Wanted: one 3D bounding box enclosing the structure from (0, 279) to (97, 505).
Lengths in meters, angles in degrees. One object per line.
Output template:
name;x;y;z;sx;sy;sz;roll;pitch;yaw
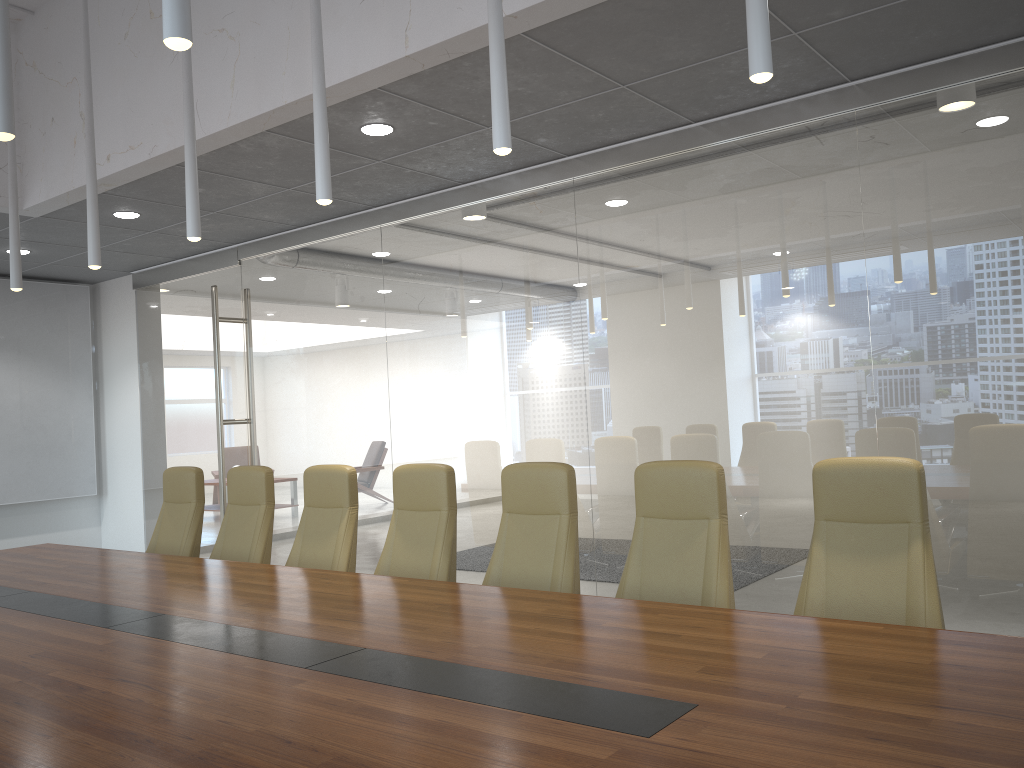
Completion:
structure;-1.574;-0.344;3.714;13.989;2.466;6.600;-5;-3;37

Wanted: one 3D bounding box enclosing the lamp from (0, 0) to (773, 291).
lamp;-1.690;-1.940;3.724;7.258;2.378;2.619;-5;-3;37

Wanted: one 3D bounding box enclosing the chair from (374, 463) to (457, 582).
chair;-0.734;1.153;4.656;0.711;1.406;0.955;-5;-3;37

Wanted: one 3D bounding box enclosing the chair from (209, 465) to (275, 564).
chair;-2.004;1.255;5.631;0.711;1.406;0.955;-5;-3;37

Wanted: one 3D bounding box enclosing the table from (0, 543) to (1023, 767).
table;-1.511;1.414;3.606;6.500;0.895;2.300;-5;-3;37

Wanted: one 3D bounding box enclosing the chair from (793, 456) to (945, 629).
chair;1.216;1.000;3.246;0.711;1.406;0.955;-5;-3;37

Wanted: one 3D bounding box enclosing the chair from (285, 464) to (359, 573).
chair;-1.363;1.204;5.139;0.711;1.406;0.955;-5;-3;37

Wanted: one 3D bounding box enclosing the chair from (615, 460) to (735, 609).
chair;0.530;1.052;3.686;0.711;1.406;0.955;-5;-3;37

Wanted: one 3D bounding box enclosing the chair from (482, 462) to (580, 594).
chair;-0.100;1.103;4.170;0.711;1.406;0.955;-5;-3;37

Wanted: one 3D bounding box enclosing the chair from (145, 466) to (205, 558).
chair;-2.637;1.306;6.117;0.711;1.406;0.955;-5;-3;37
